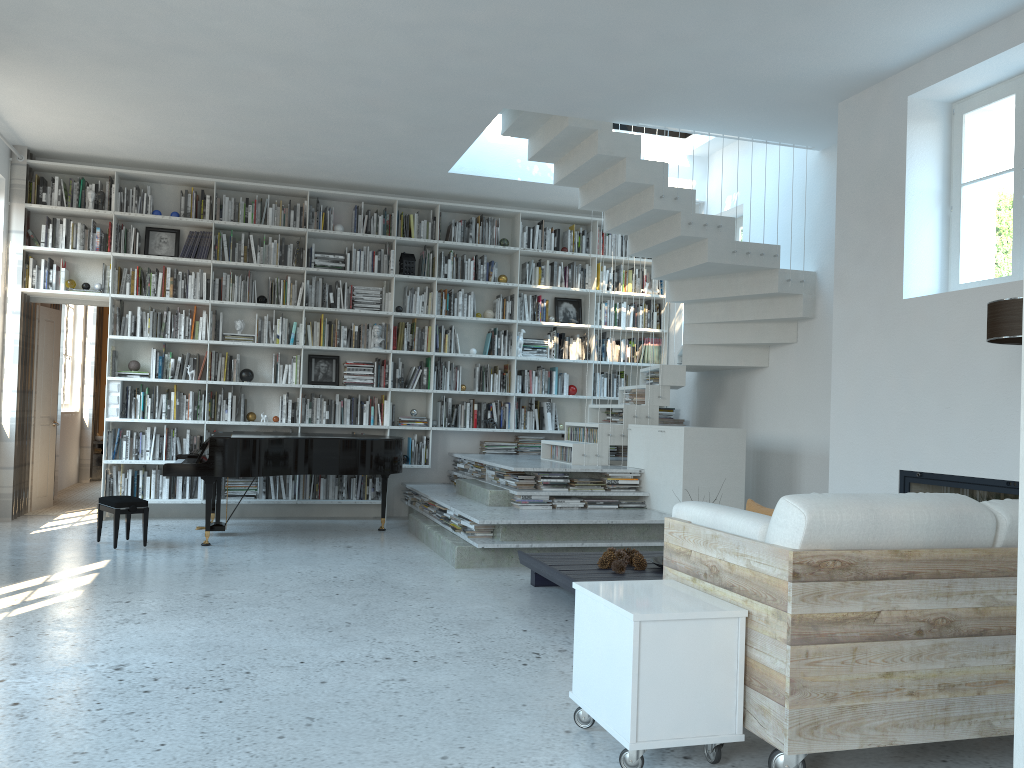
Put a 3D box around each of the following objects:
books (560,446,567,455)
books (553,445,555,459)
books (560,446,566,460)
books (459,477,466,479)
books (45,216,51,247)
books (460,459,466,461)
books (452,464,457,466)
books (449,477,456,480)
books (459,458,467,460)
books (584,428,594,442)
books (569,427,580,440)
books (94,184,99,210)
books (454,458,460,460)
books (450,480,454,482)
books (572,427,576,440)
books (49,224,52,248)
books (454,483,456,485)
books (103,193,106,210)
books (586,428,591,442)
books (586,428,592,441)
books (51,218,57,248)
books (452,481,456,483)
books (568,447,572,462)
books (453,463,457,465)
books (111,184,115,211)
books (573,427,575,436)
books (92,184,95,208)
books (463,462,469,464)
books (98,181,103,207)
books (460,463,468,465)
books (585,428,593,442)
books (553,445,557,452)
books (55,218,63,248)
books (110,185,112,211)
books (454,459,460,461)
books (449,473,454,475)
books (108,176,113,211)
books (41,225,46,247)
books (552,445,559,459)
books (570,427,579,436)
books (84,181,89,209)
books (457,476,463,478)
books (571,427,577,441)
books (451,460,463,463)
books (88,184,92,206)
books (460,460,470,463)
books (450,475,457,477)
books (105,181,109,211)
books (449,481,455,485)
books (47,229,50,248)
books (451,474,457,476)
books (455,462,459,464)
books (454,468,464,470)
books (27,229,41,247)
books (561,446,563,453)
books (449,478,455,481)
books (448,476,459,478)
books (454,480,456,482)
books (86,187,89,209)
[{"bbox_3d":[0.500,0.632,8.082,0.125,0.125,0.008,2,-1,-17],"label":"books"},{"bbox_3d":[0.446,0.637,8.261,0.125,0.125,0.007,2,-1,-17],"label":"books"},{"bbox_3d":[0.502,0.632,8.075,0.125,0.125,0.008,2,-1,-17],"label":"books"},{"bbox_3d":[-0.434,0.915,8.642,0.144,0.009,0.249,2,-2,-13],"label":"books"},{"bbox_3d":[-4.136,-1.332,7.906,0.011,0.296,0.162,2,-1,-17],"label":"books"},{"bbox_3d":[-0.391,0.744,8.642,0.159,0.007,0.285,3,-2,-18],"label":"books"},{"bbox_3d":[-0.484,0.821,8.917,0.179,0.012,0.261,2,-2,-17],"label":"books"},{"bbox_3d":[-0.526,0.952,8.939,0.159,0.012,0.278,3,-2,-18],"label":"books"},{"bbox_3d":[-0.401,0.730,8.639,0.171,0.020,0.193,3,-2,-22],"label":"books"},{"bbox_3d":[0.707,0.460,7.931,0.125,0.125,0.009,2,-1,-17],"label":"books"},{"bbox_3d":[0.597,0.469,8.297,0.125,0.125,0.008,2,-1,-17],"label":"books"},{"bbox_3d":[-3.748,-1.664,8.019,0.027,0.259,0.147,2,-1,-17],"label":"books"},{"bbox_3d":[-0.479,0.759,8.920,0.159,0.011,0.246,3,-2,-20],"label":"books"},{"bbox_3d":[-0.520,0.978,8.941,0.147,0.014,0.292,2,-2,-17],"label":"books"},{"bbox_3d":[0.619,0.467,8.223,0.125,0.125,0.007,2,-1,-17],"label":"books"},{"bbox_3d":[-4.094,-1.297,7.904,0.023,0.228,0.171,2,-2,-17],"label":"books"},{"bbox_3d":[-0.455,0.981,8.635,0.187,0.009,0.261,2,-2,-14],"label":"books"},{"bbox_3d":[-3.690,-1.624,8.041,0.028,0.185,0.167,2,-2,-17],"label":"books"},{"bbox_3d":[0.722,0.459,7.880,0.125,0.125,0.012,2,-1,-17],"label":"books"},{"bbox_3d":[0.719,0.459,7.890,0.125,0.125,0.007,2,-1,-17],"label":"books"},{"bbox_3d":[-4.070,-1.323,7.906,0.023,0.282,0.186,2,-1,-17],"label":"books"},{"bbox_3d":[-0.529,0.987,8.938,0.144,0.005,0.257,2,-2,-12],"label":"books"},{"bbox_3d":[0.563,0.627,7.875,0.125,0.125,0.008,2,-1,-17],"label":"books"},{"bbox_3d":[-0.478,0.811,8.919,0.156,0.009,0.287,3,-2,-19],"label":"books"},{"bbox_3d":[-3.594,-1.655,8.032,0.024,0.252,0.235,2,-2,-17],"label":"books"},{"bbox_3d":[0.626,0.466,8.199,0.125,0.125,0.007,2,-1,-17],"label":"books"},{"bbox_3d":[-3.772,-1.662,8.015,0.021,0.253,0.179,2,-2,-17],"label":"books"},{"bbox_3d":[-0.393,0.771,8.642,0.143,0.012,0.264,2,-2,-12],"label":"books"},{"bbox_3d":[-3.732,-1.679,8.036,0.013,0.292,0.154,2,-1,-17],"label":"books"},{"bbox_3d":[-0.399,0.780,8.640,0.171,0.007,0.206,2,-2,-15],"label":"books"},{"bbox_3d":[0.715,0.459,7.906,0.125,0.125,0.013,2,-1,-17],"label":"books"},{"bbox_3d":[0.444,0.637,8.269,0.125,0.125,0.010,2,-1,-17],"label":"books"},{"bbox_3d":[-4.052,-1.324,7.935,0.028,0.288,0.132,2,-1,-17],"label":"books"},{"bbox_3d":[-3.629,-1.659,8.060,0.025,0.259,0.138,2,-1,-17],"label":"books"},{"bbox_3d":[-0.479,0.768,8.920,0.167,0.008,0.234,3,-2,-18],"label":"books"},{"bbox_3d":[-0.534,0.906,8.938,0.174,0.009,0.240,2,-2,-15],"label":"books"},{"bbox_3d":[-3.644,-1.699,8.049,0.014,0.337,0.168,2,-1,-17],"label":"books"},{"bbox_3d":[-4.158,-1.293,7.896,0.034,0.218,0.166,2,-2,-17],"label":"books"},{"bbox_3d":[0.439,0.637,8.284,0.125,0.125,0.008,2,-1,-17],"label":"books"},{"bbox_3d":[0.603,0.468,8.275,0.125,0.125,0.007,2,-1,-17],"label":"books"},{"bbox_3d":[-3.834,-1.676,8.001,0.013,0.275,0.158,2,-1,-17],"label":"books"},{"bbox_3d":[-0.432,0.904,8.643,0.149,0.014,0.228,3,-2,-19],"label":"books"},{"bbox_3d":[0.614,0.467,8.241,0.125,0.125,0.010,2,-1,-17],"label":"books"},{"bbox_3d":[-0.489,0.779,8.916,0.171,0.015,0.253,3,-2,-22],"label":"books"},{"bbox_3d":[-3.792,-1.659,7.999,0.025,0.243,0.167,2,-1,-17],"label":"books"},{"bbox_3d":[-0.393,0.756,8.642,0.163,0.018,0.290,3,-2,-18],"label":"books"},{"bbox_3d":[-0.531,0.930,8.938,0.159,0.009,0.210,2,-2,-13],"label":"books"},{"bbox_3d":[-3.664,-1.674,8.048,0.022,0.286,0.175,2,-1,-17],"label":"books"},{"bbox_3d":[-0.529,0.998,8.938,0.163,0.019,0.187,3,-2,-18],"label":"books"},{"bbox_3d":[-4.124,-1.279,7.921,0.024,0.192,0.138,2,-2,-17],"label":"books"},{"bbox_3d":[-0.528,0.918,8.939,0.152,0.015,0.208,2,-2,-12],"label":"books"},{"bbox_3d":[-0.470,0.803,8.922,0.145,0.008,0.298,3,-2,-18],"label":"books"},{"bbox_3d":[-0.481,0.852,8.918,0.163,0.017,0.232,2,-2,-15],"label":"books"},{"bbox_3d":[-4.236,-1.276,7.884,0.121,0.175,0.129,2,-2,-17],"label":"books"},{"bbox_3d":[0.507,0.632,8.060,0.125,0.125,0.009,2,-1,-17],"label":"books"},{"bbox_3d":[-0.530,0.964,8.938,0.170,0.012,0.215,2,-2,-17],"label":"books"},{"bbox_3d":[-0.538,0.937,8.936,0.184,0.006,0.262,2,-2,-16],"label":"books"},{"bbox_3d":[-0.449,0.954,8.637,0.180,0.017,0.182,3,-2,-20],"label":"books"},{"bbox_3d":[-3.818,-1.651,8.004,0.021,0.226,0.156,2,-1,-17],"label":"books"}]
